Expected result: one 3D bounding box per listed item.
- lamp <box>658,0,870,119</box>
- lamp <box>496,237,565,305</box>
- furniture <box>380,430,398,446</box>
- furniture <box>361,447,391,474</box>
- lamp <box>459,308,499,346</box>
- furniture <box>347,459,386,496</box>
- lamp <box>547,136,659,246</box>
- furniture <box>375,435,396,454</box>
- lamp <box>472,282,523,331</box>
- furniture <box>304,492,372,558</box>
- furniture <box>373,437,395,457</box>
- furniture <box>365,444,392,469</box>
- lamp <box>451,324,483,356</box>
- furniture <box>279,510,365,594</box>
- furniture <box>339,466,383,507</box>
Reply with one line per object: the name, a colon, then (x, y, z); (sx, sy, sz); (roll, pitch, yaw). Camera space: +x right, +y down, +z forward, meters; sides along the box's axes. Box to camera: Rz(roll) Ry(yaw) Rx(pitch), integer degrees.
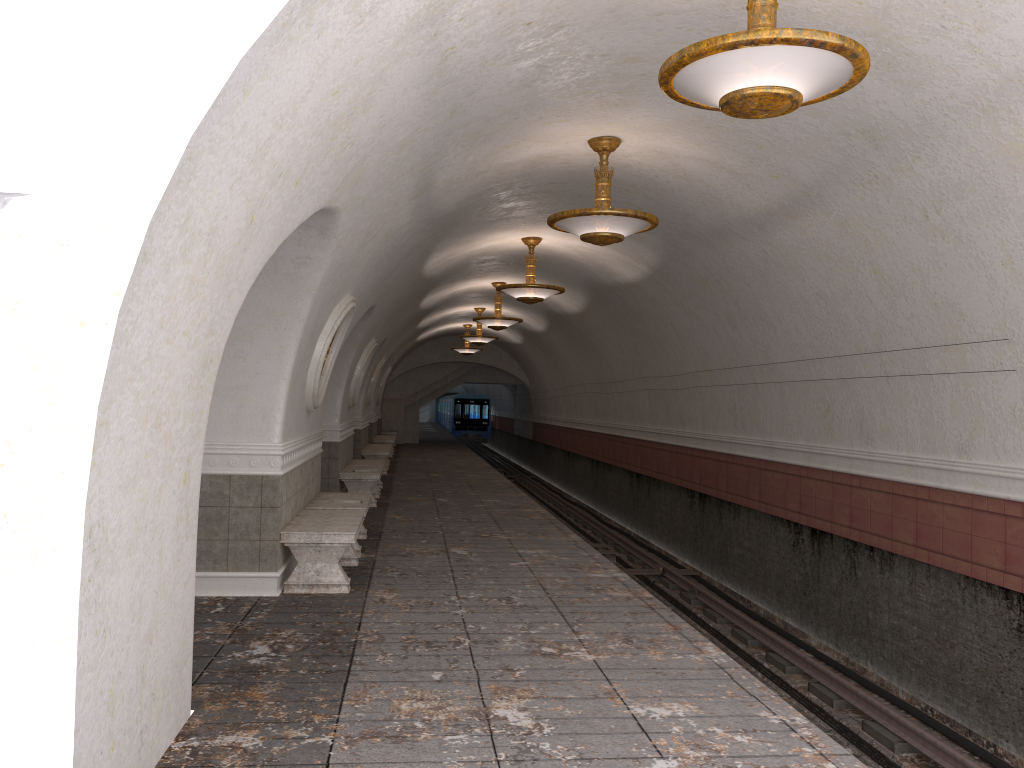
lamp: (1.243, -1.796, 4.410); (1.008, 0.955, 1.008); (0, -2, 39)
lamp: (0.273, -1.628, 12.870); (1.008, 0.955, 1.008); (2, -1, -22)
furniture: (-4.451, 1.964, 32.143); (0.613, 0.508, 1.509); (2, -1, -7)
furniture: (-3.055, 1.722, 19.960); (0.613, 0.508, 1.509); (2, -1, -7)
lamp: (-0.826, -1.438, 22.463); (1.008, 0.955, 1.008); (1, -1, 9)
furniture: (-2.561, 1.637, 15.650); (0.613, 0.508, 1.509); (2, -1, -7)
lamp: (0.827, -1.724, 8.040); (1.008, 0.955, 1.008); (2, -1, -22)
furniture: (-3.925, 1.873, 27.553); (0.613, 0.508, 1.509); (2, -1, -7)
lamp: (-0.276, -1.533, 17.668); (1.008, 0.955, 1.008); (1, -1, 9)
furniture: (-1.877, 1.518, 9.681); (0.613, 0.508, 1.509); (2, -1, -7)
furniture: (-3.734, 1.840, 25.883); (0.613, 0.508, 1.509); (2, -1, -7)
furniture: (-3.247, 1.755, 21.631); (0.613, 0.508, 1.509); (2, -1, -7)
lamp: (-1.376, -1.342, 27.261); (1.008, 0.955, 1.008); (0, -2, 39)
furniture: (-1.685, 1.485, 8.011); (0.613, 0.508, 1.509); (2, -1, -7)
furniture: (-2.370, 1.603, 13.980); (0.613, 0.508, 1.509); (2, -1, -7)
